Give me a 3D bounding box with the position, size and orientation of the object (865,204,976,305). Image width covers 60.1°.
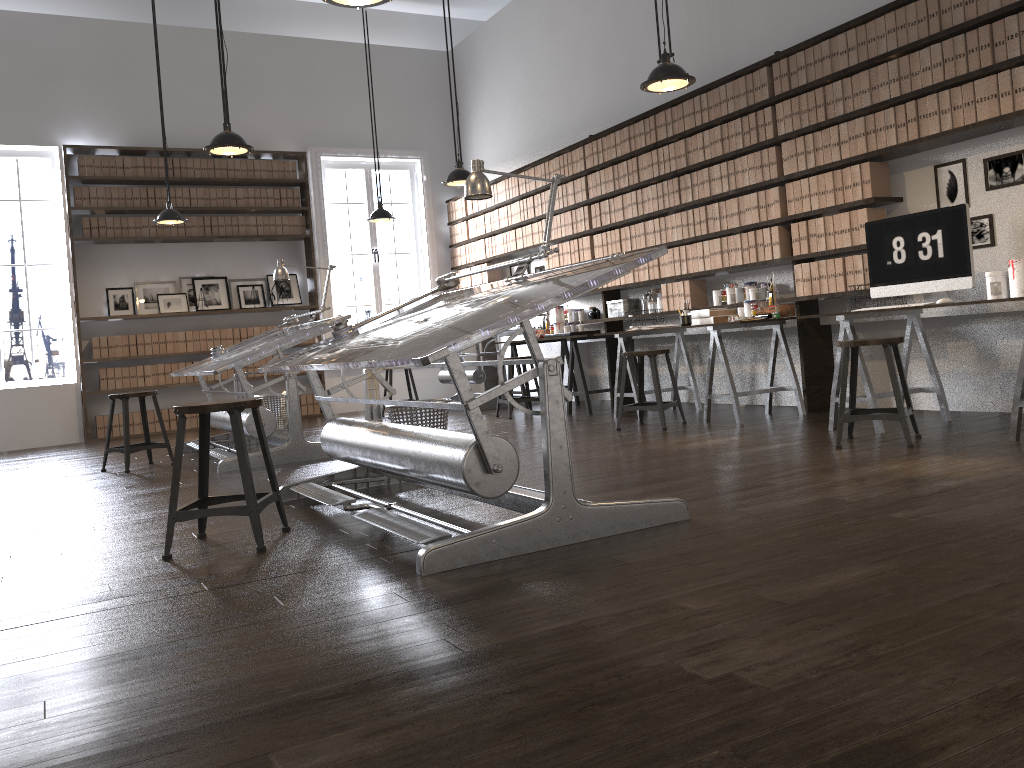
[{"bbox_3d":[2.276,-0.690,4.920,0.205,0.518,0.642,-5,1,-28],"label":"object"}]

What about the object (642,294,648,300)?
[{"bbox_3d":[1.181,-0.695,7.747,0.078,0.188,0.079,-5,0,41],"label":"object"}]

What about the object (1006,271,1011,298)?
[{"bbox_3d":[2.546,-0.504,4.485,0.096,0.143,0.097,-5,1,-11],"label":"object"}]

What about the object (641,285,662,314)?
[{"bbox_3d":[1.175,-0.735,7.586,0.157,0.272,0.181,-5,1,-44],"label":"object"}]

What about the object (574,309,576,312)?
[{"bbox_3d":[0.610,-0.678,8.783,0.071,0.129,0.071,-5,0,19],"label":"object"}]

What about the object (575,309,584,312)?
[{"bbox_3d":[0.662,-0.666,8.642,0.094,0.128,0.095,-5,1,2],"label":"object"}]

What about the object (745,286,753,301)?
[{"bbox_3d":[1.740,-0.653,6.489,0.061,0.119,0.062,-5,0,30],"label":"object"}]

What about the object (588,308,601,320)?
[{"bbox_3d":[0.757,-0.652,8.281,0.091,0.109,0.170,-5,2,-28],"label":"object"}]

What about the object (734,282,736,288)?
[{"bbox_3d":[1.674,-0.678,6.599,0.029,0.169,0.004,-5,0,-6],"label":"object"}]

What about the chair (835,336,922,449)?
[{"bbox_3d":[1.800,0.039,4.397,0.358,0.528,0.372,-4,1,30],"label":"chair"}]

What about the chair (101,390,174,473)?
[{"bbox_3d":[-2.569,0.322,6.059,0.357,0.528,0.372,-4,1,40],"label":"chair"}]

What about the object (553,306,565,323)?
[{"bbox_3d":[0.466,-0.683,8.765,0.108,0.177,0.106,-5,1,-26],"label":"object"}]

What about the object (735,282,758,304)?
[{"bbox_3d":[1.733,-0.673,6.568,0.205,0.162,0.094,-5,1,-27],"label":"object"}]

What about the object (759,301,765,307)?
[{"bbox_3d":[1.727,-0.510,6.194,0.094,0.128,0.094,-5,1,-32],"label":"object"}]

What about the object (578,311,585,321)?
[{"bbox_3d":[0.666,-0.646,8.479,0.062,0.094,0.061,-5,1,-42],"label":"object"}]

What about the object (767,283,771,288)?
[{"bbox_3d":[1.731,-0.604,5.927,0.037,0.153,0.008,-5,0,21],"label":"object"}]

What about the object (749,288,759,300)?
[{"bbox_3d":[1.733,-0.636,6.339,0.062,0.096,0.062,-5,1,4],"label":"object"}]

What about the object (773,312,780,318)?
[{"bbox_3d":[1.721,-0.447,5.763,0.049,0.037,0.049,-5,2,-25],"label":"object"}]

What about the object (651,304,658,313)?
[{"bbox_3d":[1.259,-0.643,7.442,0.181,0.093,0.062,-5,1,-14],"label":"object"}]

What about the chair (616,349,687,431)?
[{"bbox_3d":[0.925,0.038,5.981,0.371,0.528,0.359,-4,1,35],"label":"chair"}]

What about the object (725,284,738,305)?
[{"bbox_3d":[1.663,-0.672,6.676,0.094,0.162,0.094,-5,0,-32],"label":"object"}]

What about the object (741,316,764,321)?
[{"bbox_3d":[1.577,-0.430,5.836,0.171,0.017,0.011,-3,1,30],"label":"object"}]

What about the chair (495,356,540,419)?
[{"bbox_3d":[0.058,0.027,7.754,0.359,0.528,0.371,-5,1,-20],"label":"chair"}]

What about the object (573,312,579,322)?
[{"bbox_3d":[0.617,-0.643,8.524,0.063,0.093,0.062,-5,1,-42],"label":"object"}]

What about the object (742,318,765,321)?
[{"bbox_3d":[1.587,-0.423,5.828,0.157,0.005,0.005,-3,2,28],"label":"object"}]

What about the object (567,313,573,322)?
[{"bbox_3d":[0.571,-0.642,8.578,0.062,0.094,0.061,-5,1,-42],"label":"object"}]

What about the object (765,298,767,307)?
[{"bbox_3d":[1.719,-0.515,6.013,0.005,0.130,0.040,-5,0,-30],"label":"object"}]

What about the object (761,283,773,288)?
[{"bbox_3d":[1.861,-0.664,6.439,0.095,0.130,0.094,-5,1,-41],"label":"object"}]

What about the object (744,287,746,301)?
[{"bbox_3d":[1.728,-0.656,6.550,0.045,0.128,0.044,-5,0,-10],"label":"object"}]

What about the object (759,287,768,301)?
[{"bbox_3d":[1.799,-0.640,6.328,0.062,0.095,0.063,-5,1,4],"label":"object"}]

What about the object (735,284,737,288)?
[{"bbox_3d":[1.683,-0.679,6.595,0.036,0.149,0.005,-5,0,-5],"label":"object"}]

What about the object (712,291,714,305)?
[{"bbox_3d":[1.565,-0.651,6.756,0.063,0.118,0.062,-5,0,13],"label":"object"}]

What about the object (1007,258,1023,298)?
[{"bbox_3d":[2.494,-0.511,4.297,0.143,0.196,0.145,-4,1,34],"label":"object"}]

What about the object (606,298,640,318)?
[{"bbox_3d":[0.995,-0.676,7.912,0.193,0.152,0.316,-6,2,-29],"label":"object"}]

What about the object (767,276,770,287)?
[{"bbox_3d":[1.732,-0.630,5.939,0.007,0.214,0.055,-5,0,-21],"label":"object"}]

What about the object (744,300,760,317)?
[{"bbox_3d":[1.655,-0.506,6.101,0.104,0.142,0.105,-5,1,-20],"label":"object"}]

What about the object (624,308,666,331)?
[{"bbox_3d":[1.070,-0.516,7.140,0.284,0.161,0.203,-6,2,-28],"label":"object"}]

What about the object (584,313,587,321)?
[{"bbox_3d":[0.694,-0.641,8.561,0.054,0.080,0.054,-5,1,-1],"label":"object"}]

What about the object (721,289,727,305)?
[{"bbox_3d":[1.607,-0.653,6.716,0.044,0.128,0.045,-5,0,-28],"label":"object"}]

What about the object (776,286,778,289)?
[{"bbox_3d":[1.869,-0.646,6.327,0.062,0.096,0.062,-5,1,4],"label":"object"}]

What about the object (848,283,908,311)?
[{"bbox_3d":[2.175,-0.520,5.263,0.204,0.161,0.283,-6,2,-36],"label":"object"}]

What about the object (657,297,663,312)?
[{"bbox_3d":[1.257,-0.656,7.361,0.094,0.128,0.095,-5,1,-21],"label":"object"}]

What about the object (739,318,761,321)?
[{"bbox_3d":[1.570,-0.427,5.838,0.156,0.006,0.006,-5,1,-8],"label":"object"}]

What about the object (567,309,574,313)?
[{"bbox_3d":[0.581,-0.672,8.709,0.070,0.130,0.070,-5,0,10],"label":"object"}]

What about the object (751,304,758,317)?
[{"bbox_3d":[1.653,-0.488,6.024,0.049,0.112,0.049,-5,0,-25],"label":"object"}]

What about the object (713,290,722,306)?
[{"bbox_3d":[1.553,-0.647,6.687,0.062,0.119,0.062,-5,0,22],"label":"object"}]

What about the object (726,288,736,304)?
[{"bbox_3d":[1.624,-0.647,6.561,0.061,0.119,0.062,-5,0,30],"label":"object"}]

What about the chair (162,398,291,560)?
[{"bbox_3d":[-1.043,0.328,3.213,0.358,0.528,0.372,-5,1,0],"label":"chair"}]

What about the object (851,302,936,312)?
[{"bbox_3d":[2.066,-0.417,4.813,0.119,0.017,0.438,-6,3,-33],"label":"object"}]

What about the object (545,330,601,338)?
[{"bbox_3d":[0.526,-0.434,7.721,0.312,0.033,0.445,-6,3,-28],"label":"object"}]

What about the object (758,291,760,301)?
[{"bbox_3d":[1.781,-0.633,6.412,0.054,0.081,0.053,-5,1,-38],"label":"object"}]

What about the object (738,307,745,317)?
[{"bbox_3d":[1.616,-0.489,6.204,0.062,0.094,0.062,-4,1,22],"label":"object"}]

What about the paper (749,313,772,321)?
[{"bbox_3d":[1.613,-0.441,5.831,0.137,0.038,0.155,-5,3,-13],"label":"paper"}]

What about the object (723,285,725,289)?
[{"bbox_3d":[1.636,-0.683,6.775,0.009,0.169,0.041,-5,0,-25],"label":"object"}]

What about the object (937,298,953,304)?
[{"bbox_3d":[2.224,-0.425,4.545,0.106,0.028,0.059,-6,3,-31],"label":"object"}]

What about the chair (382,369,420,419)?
[{"bbox_3d":[-1.130,0.070,8.941,0.359,0.528,0.371,-5,1,-20],"label":"chair"}]

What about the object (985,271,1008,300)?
[{"bbox_3d":[2.442,-0.494,4.460,0.094,0.144,0.094,-5,1,-2],"label":"object"}]

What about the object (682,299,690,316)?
[{"bbox_3d":[1.352,-0.550,6.871,0.101,0.209,0.101,-5,0,17],"label":"object"}]

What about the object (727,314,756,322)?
[{"bbox_3d":[1.532,-0.443,5.937,0.196,0.050,0.132,-3,3,33],"label":"object"}]
